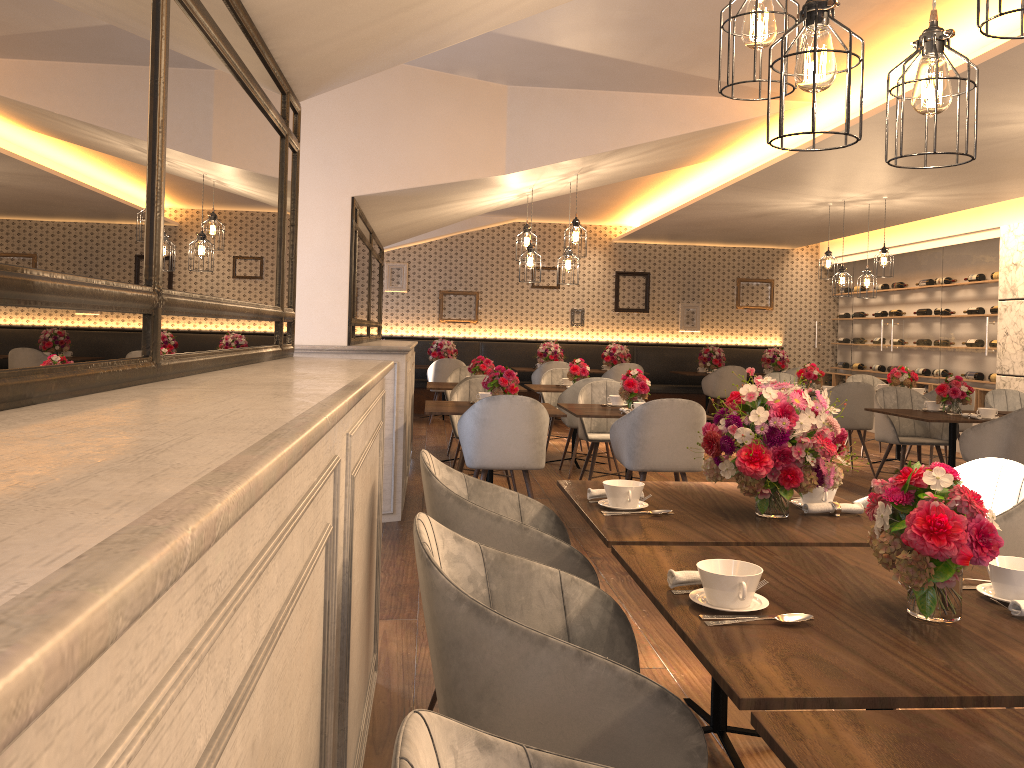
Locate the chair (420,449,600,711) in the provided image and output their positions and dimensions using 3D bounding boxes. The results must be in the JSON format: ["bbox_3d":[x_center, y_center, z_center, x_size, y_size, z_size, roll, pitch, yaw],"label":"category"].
[{"bbox_3d":[-0.022,0.640,2.634,0.526,0.872,0.565,2,1,-5],"label":"chair"}]

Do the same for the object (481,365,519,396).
[{"bbox_3d":[-0.086,0.008,5.962,0.234,0.301,0.305,1,2,-30],"label":"object"}]

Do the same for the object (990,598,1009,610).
[{"bbox_3d":[1.013,0.425,1.698,0.192,0.024,0.025,1,2,-5],"label":"object"}]

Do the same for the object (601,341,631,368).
[{"bbox_3d":[1.479,-0.391,12.553,0.419,0.425,0.406,2,2,-3],"label":"object"}]

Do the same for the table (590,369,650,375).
[{"bbox_3d":[1.409,0.176,12.642,0.896,0.721,0.897,1,2,-5],"label":"table"}]

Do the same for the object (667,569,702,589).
[{"bbox_3d":[0.402,0.395,1.800,0.175,0.039,0.056,1,2,-5],"label":"object"}]

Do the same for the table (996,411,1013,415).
[{"bbox_3d":[4.161,0.607,6.540,0.896,0.721,0.897,1,2,-5],"label":"table"}]

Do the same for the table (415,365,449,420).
[{"bbox_3d":[-0.955,0.122,12.426,0.896,0.721,0.897,1,2,-5],"label":"table"}]

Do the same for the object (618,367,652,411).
[{"bbox_3d":[0.847,0.029,6.059,0.234,0.301,0.305,2,2,14],"label":"object"}]

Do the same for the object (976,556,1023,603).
[{"bbox_3d":[1.016,0.397,1.778,0.148,0.072,0.148,4,3,37],"label":"object"}]

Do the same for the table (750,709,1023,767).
[{"bbox_3d":[0.802,0.844,0.803,0.896,0.721,0.897,1,2,-5],"label":"table"}]

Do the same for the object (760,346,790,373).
[{"bbox_3d":[3.800,-0.339,12.789,0.406,0.425,0.419,3,2,38],"label":"object"}]

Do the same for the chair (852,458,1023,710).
[{"bbox_3d":[1.299,0.669,2.773,0.526,0.872,0.565,2,1,-5],"label":"chair"}]

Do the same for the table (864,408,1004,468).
[{"bbox_3d":[3.206,0.585,6.453,0.896,0.721,0.897,1,2,-5],"label":"table"}]

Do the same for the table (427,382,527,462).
[{"bbox_3d":[-0.360,0.377,8.314,0.896,0.721,0.897,1,2,-5],"label":"table"}]

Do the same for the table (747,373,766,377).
[{"bbox_3d":[3.774,0.230,12.857,0.896,0.721,0.897,1,2,-5],"label":"table"}]

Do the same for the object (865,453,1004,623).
[{"bbox_3d":[0.796,0.282,1.662,0.234,0.301,0.305,2,2,14],"label":"object"}]

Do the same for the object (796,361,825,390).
[{"bbox_3d":[3.027,-0.078,8.963,0.305,0.301,0.234,1,2,-28],"label":"object"}]

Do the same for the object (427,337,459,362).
[{"bbox_3d":[-0.965,-0.446,12.341,0.419,0.425,0.406,1,2,-17],"label":"object"}]

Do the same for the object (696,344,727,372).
[{"bbox_3d":[2.866,-0.360,12.692,0.406,0.425,0.419,3,2,37],"label":"object"}]

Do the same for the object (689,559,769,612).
[{"bbox_3d":[0.414,0.385,1.687,0.148,0.072,0.148,4,3,37],"label":"object"}]

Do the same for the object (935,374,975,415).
[{"bbox_3d":[3.252,0.071,6.494,0.305,0.301,0.234,1,2,-28],"label":"object"}]

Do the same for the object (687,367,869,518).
[{"bbox_3d":[0.760,0.167,2.563,0.419,0.425,0.406,1,2,-17],"label":"object"}]

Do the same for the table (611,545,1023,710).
[{"bbox_3d":[0.717,0.788,1.738,0.896,0.721,0.897,1,2,-5],"label":"table"}]

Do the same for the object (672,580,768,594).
[{"bbox_3d":[0.415,0.404,1.767,0.192,0.024,0.025,1,2,-5],"label":"object"}]

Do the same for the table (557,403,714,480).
[{"bbox_3d":[0.806,0.539,6.086,0.896,0.721,0.897,1,2,-5],"label":"table"}]

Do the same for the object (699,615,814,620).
[{"bbox_3d":[0.446,0.425,1.611,0.210,0.004,0.022,1,3,-5],"label":"object"}]

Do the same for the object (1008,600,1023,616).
[{"bbox_3d":[1.026,0.421,1.664,0.175,0.039,0.056,1,2,-5],"label":"object"}]

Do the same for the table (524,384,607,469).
[{"bbox_3d":[0.595,0.399,8.401,0.896,0.721,0.897,1,2,-5],"label":"table"}]

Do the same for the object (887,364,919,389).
[{"bbox_3d":[3.975,-0.055,9.018,0.305,0.301,0.234,2,1,16],"label":"object"}]

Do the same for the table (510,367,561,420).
[{"bbox_3d":[0.454,0.154,12.555,0.896,0.721,0.897,1,2,-5],"label":"table"}]

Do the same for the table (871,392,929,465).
[{"bbox_3d":[3.936,0.457,9.008,0.896,0.721,0.897,1,2,-5],"label":"table"}]

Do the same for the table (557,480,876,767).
[{"bbox_3d":[0.632,0.731,2.674,0.896,0.721,0.897,1,2,-5],"label":"table"}]

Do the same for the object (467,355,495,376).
[{"bbox_3d":[-0.297,-0.131,8.273,0.234,0.301,0.305,1,2,-30],"label":"object"}]

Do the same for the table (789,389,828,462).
[{"bbox_3d":[2.981,0.436,8.921,0.896,0.721,0.897,1,2,-5],"label":"table"}]

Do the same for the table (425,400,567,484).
[{"bbox_3d":[-0.149,0.517,6.000,0.896,0.721,0.897,1,2,-5],"label":"table"}]

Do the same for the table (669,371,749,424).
[{"bbox_3d":[2.819,0.208,12.770,0.896,0.721,0.897,1,2,-5],"label":"table"}]

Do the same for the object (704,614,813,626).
[{"bbox_3d":[0.442,0.421,1.576,0.197,0.015,0.043,1,3,-9],"label":"object"}]

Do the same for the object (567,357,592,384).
[{"bbox_3d":[0.637,-0.110,8.370,0.234,0.301,0.305,2,2,14],"label":"object"}]

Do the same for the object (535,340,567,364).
[{"bbox_3d":[0.542,-0.417,12.568,0.406,0.425,0.419,3,2,38],"label":"object"}]

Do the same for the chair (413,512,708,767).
[{"bbox_3d":[0.064,0.696,1.699,0.526,0.872,0.565,2,1,-5],"label":"chair"}]
